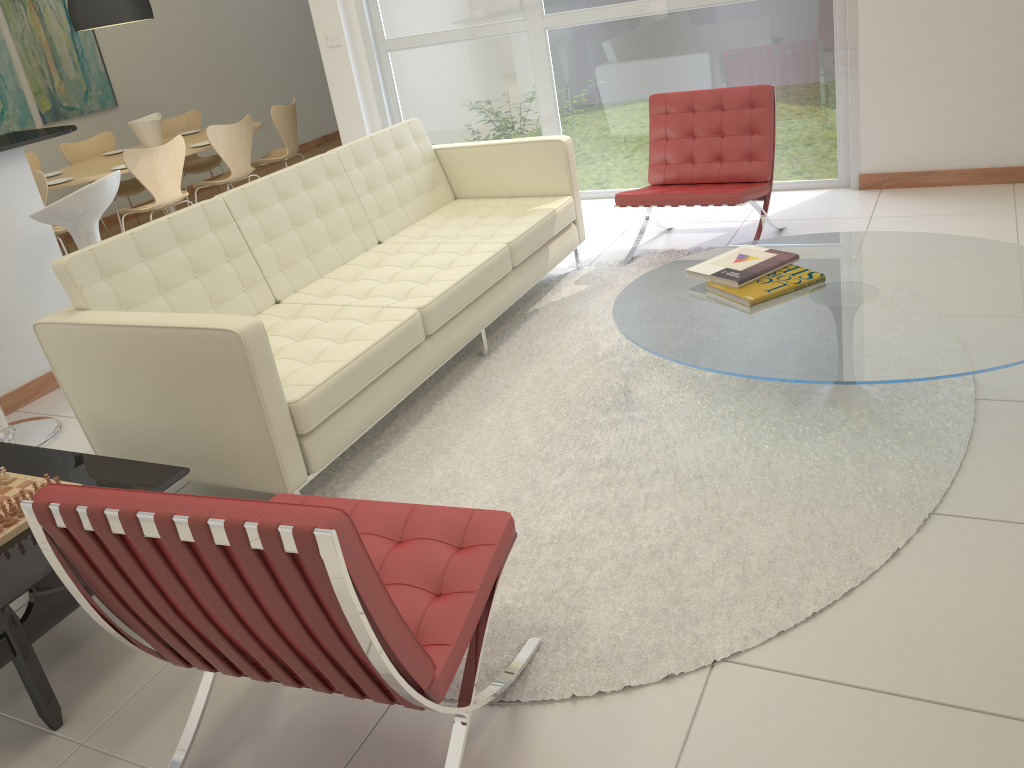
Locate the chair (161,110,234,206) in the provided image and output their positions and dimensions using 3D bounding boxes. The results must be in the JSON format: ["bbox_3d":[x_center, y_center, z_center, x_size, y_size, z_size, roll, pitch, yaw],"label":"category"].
[{"bbox_3d":[-2.901,-1.992,8.063,0.527,0.889,0.520,-26,27,-32],"label":"chair"}]

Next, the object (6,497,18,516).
[{"bbox_3d":[-1.361,0.330,2.406,0.030,0.049,0.030,6,28,34],"label":"object"}]

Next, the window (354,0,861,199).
[{"bbox_3d":[0.433,-2.526,5.787,3.436,2.660,0.123,3,26,28],"label":"window"}]

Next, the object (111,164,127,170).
[{"bbox_3d":[-2.843,-1.603,6.526,0.212,0.015,0.212,-26,29,-30],"label":"object"}]

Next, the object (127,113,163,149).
[{"bbox_3d":[-2.928,-2.019,7.147,0.273,0.274,0.264,-20,25,-22],"label":"object"}]

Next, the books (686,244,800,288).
[{"bbox_3d":[0.847,-0.436,3.258,0.327,0.026,0.258,-24,28,-28],"label":"books"}]

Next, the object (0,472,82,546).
[{"bbox_3d":[-1.453,0.364,2.449,0.360,0.021,0.367,3,28,27],"label":"object"}]

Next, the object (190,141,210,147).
[{"bbox_3d":[-2.441,-1.898,7.007,0.211,0.015,0.214,-16,25,-13],"label":"object"}]

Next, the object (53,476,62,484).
[{"bbox_3d":[-1.273,0.281,2.485,0.030,0.043,0.030,6,28,34],"label":"object"}]

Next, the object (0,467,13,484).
[{"bbox_3d":[-1.486,0.265,2.595,0.030,0.049,0.030,6,28,34],"label":"object"}]

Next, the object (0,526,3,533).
[{"bbox_3d":[-1.361,0.366,2.322,0.030,0.054,0.030,6,28,34],"label":"object"}]

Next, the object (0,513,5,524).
[{"bbox_3d":[-1.379,0.348,2.374,0.030,0.049,0.030,6,28,34],"label":"object"}]

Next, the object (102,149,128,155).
[{"bbox_3d":[-3.355,-1.957,7.487,0.212,0.015,0.213,14,34,42],"label":"object"}]

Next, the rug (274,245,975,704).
[{"bbox_3d":[0.455,0.003,3.506,2.446,0.004,3.393,4,28,28],"label":"rug"}]

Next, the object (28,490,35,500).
[{"bbox_3d":[-1.309,0.312,2.419,0.030,0.054,0.030,6,28,34],"label":"object"}]

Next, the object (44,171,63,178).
[{"bbox_3d":[-3.554,-1.598,6.787,0.213,0.015,0.212,-28,30,-34],"label":"object"}]

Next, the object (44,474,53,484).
[{"bbox_3d":[-1.309,0.276,2.503,0.030,0.049,0.030,6,28,34],"label":"object"}]

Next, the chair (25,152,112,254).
[{"bbox_3d":[-3.554,-1.342,6.911,0.515,0.889,0.532,-7,23,9],"label":"chair"}]

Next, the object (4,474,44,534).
[{"bbox_3d":[-1.455,0.355,2.445,0.350,0.001,0.353,3,28,27],"label":"object"}]

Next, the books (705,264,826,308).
[{"bbox_3d":[0.893,-0.360,3.136,0.325,0.026,0.259,-19,26,-19],"label":"books"}]

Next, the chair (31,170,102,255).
[{"bbox_3d":[-3.234,-1.070,6.198,0.521,0.889,0.527,-5,23,13],"label":"chair"}]

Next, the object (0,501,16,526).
[{"bbox_3d":[-1.345,0.342,2.352,0.030,0.068,0.030,6,28,34],"label":"object"}]

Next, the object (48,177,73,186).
[{"bbox_3d":[-3.256,-1.449,6.351,0.213,0.015,0.212,-28,30,-34],"label":"object"}]

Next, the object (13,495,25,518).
[{"bbox_3d":[-1.327,0.326,2.385,0.030,0.063,0.030,6,28,34],"label":"object"}]

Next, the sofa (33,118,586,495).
[{"bbox_3d":[-0.622,-0.519,3.956,1.001,0.904,2.616,3,27,27],"label":"sofa"}]

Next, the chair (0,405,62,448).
[{"bbox_3d":[-2.330,-0.179,3.785,0.466,1.000,0.464,8,29,37],"label":"chair"}]

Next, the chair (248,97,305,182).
[{"bbox_3d":[-2.027,-1.956,7.647,0.515,0.889,0.532,-5,23,12],"label":"chair"}]

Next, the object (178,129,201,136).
[{"bbox_3d":[-2.898,-2.256,7.957,0.210,0.015,0.215,-7,25,7],"label":"object"}]

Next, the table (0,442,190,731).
[{"bbox_3d":[-1.446,0.557,2.551,0.917,0.414,0.715,3,27,27],"label":"table"}]

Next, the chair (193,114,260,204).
[{"bbox_3d":[-2.256,-1.634,7.040,0.516,0.889,0.531,2,26,28],"label":"chair"}]

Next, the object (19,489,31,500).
[{"bbox_3d":[-1.344,0.312,2.438,0.030,0.049,0.030,6,28,34],"label":"object"}]

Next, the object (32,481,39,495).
[{"bbox_3d":[-1.327,0.294,2.471,0.030,0.049,0.030,6,28,34],"label":"object"}]

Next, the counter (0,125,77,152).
[{"bbox_3d":[-3.102,-0.716,3.596,0.736,0.019,3.023,3,28,27],"label":"counter"}]

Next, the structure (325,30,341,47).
[{"bbox_3d":[-1.326,-2.554,6.545,0.114,0.102,0.013,3,26,28],"label":"structure"}]

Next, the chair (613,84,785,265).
[{"bbox_3d":[1.005,-1.127,4.779,0.701,0.800,0.719,5,28,32],"label":"chair"}]

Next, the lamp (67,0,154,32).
[{"bbox_3d":[-3.189,-3.440,6.567,0.595,1.464,0.605,3,26,30],"label":"lamp"}]

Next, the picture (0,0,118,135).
[{"bbox_3d":[-4.243,-2.919,7.435,0.020,1.477,1.773,2,26,27],"label":"picture"}]

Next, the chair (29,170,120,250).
[{"bbox_3d":[-2.015,-0.509,4.377,0.464,1.000,0.467,-4,23,15],"label":"chair"}]

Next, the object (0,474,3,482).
[{"bbox_3d":[-1.521,0.266,2.615,0.030,0.043,0.030,6,28,34],"label":"object"}]

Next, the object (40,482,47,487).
[{"bbox_3d":[-1.291,0.295,2.452,0.030,0.051,0.030,6,28,34],"label":"object"}]

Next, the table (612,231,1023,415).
[{"bbox_3d":[1.127,-0.127,3.053,1.538,0.396,1.347,3,27,26],"label":"table"}]

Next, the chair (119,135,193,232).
[{"bbox_3d":[-2.591,-1.312,6.474,0.517,0.889,0.530,6,28,34],"label":"chair"}]

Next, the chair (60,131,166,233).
[{"bbox_3d":[-3.349,-1.646,7.487,0.517,0.889,0.531,5,27,31],"label":"chair"}]

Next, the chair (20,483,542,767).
[{"bbox_3d":[-0.435,0.447,1.935,0.700,0.800,0.721,0,25,23],"label":"chair"}]

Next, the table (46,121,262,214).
[{"bbox_3d":[-2.865,-1.566,7.331,1.281,0.715,2.307,3,28,28],"label":"table"}]
